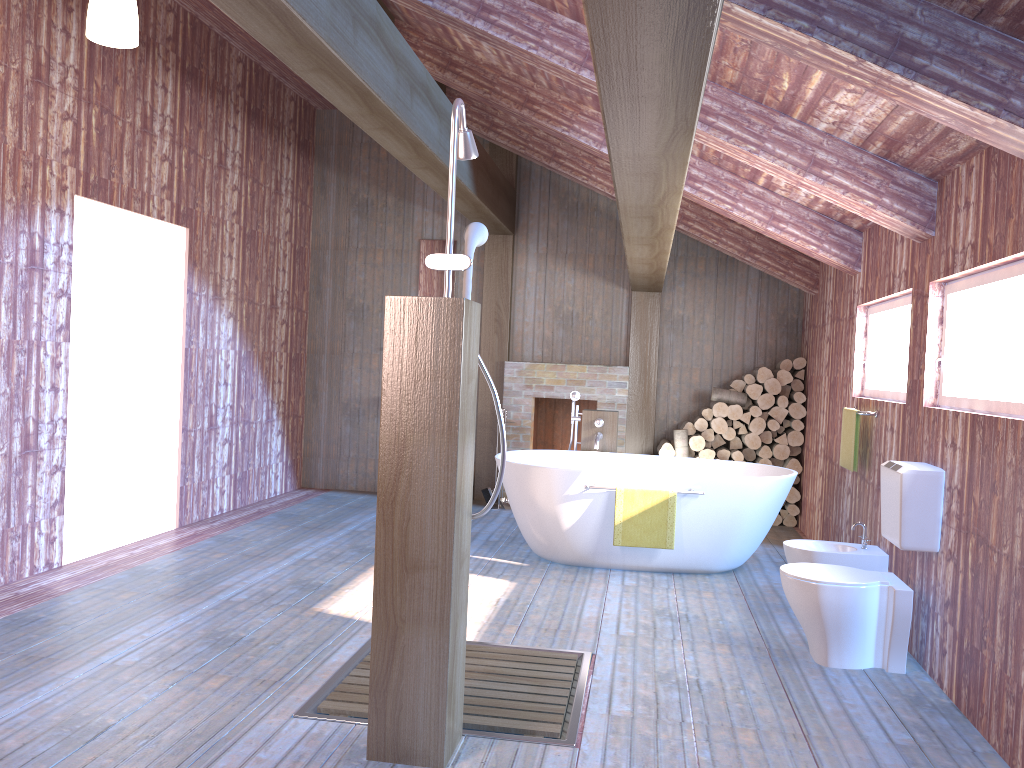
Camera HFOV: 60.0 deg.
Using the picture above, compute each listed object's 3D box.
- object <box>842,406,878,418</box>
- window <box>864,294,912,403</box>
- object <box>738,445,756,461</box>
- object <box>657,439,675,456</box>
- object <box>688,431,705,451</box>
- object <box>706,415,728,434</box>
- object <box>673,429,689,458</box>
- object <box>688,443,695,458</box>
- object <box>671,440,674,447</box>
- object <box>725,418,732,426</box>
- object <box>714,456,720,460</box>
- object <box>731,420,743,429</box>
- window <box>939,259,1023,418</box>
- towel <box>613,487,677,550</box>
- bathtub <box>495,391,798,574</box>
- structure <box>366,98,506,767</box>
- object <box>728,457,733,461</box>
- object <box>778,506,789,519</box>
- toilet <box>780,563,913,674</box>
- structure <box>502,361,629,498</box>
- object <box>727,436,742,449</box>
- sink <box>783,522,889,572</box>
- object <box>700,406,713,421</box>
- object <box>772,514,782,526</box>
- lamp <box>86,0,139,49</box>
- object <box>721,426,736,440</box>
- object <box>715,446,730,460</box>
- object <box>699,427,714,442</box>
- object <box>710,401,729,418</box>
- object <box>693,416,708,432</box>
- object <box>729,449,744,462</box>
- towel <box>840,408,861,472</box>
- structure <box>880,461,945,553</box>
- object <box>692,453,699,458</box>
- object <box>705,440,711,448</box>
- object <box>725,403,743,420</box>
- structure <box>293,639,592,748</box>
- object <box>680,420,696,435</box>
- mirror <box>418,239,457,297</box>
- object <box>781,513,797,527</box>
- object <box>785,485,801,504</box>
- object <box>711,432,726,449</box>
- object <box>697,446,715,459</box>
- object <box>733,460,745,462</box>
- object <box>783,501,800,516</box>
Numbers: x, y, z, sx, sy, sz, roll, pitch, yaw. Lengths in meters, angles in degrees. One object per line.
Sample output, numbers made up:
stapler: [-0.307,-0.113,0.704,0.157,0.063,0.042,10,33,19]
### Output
object: [2.063,0.164,5.291,0.091,0.043,0.581,3,1,9]
window: [2.180,-0.196,5.043,0.054,0.587,1.255,3,1,9]
object: [2.057,0.603,7.777,0.116,0.118,0.289,3,1,6]
object: [1.352,0.566,7.793,0.139,0.137,0.455,3,1,7]
object: [1.606,0.496,7.744,0.138,0.147,0.440,3,1,9]
object: [1.780,0.348,7.713,0.141,0.143,0.437,3,1,7]
object: [1.449,0.534,7.595,0.147,0.298,0.109,3,1,11]
object: [1.553,0.590,7.847,0.121,0.124,0.291,3,1,10]
object: [1.459,0.544,7.875,0.099,0.093,0.280,3,1,10]
object: [1.872,0.332,7.684,0.057,0.061,0.156,3,1,8]
object: [1.766,0.679,7.718,0.098,0.100,0.437,3,1,7]
object: [1.949,0.344,7.688,0.088,0.092,0.280,3,1,10]
window: [1.924,-0.172,3.517,0.054,0.587,1.255,3,1,9]
towel: [0.806,0.812,5.378,0.370,0.361,0.032,3,1,5]
bathtub: [0.850,0.638,5.947,1.935,1.109,1.460,3,1,31]
structure: [-0.222,0.111,2.987,0.328,2.209,0.522,3,1,29]
object: [1.859,0.686,7.711,0.086,0.089,0.279,3,1,7]
object: [2.337,1.110,7.695,0.085,0.086,0.278,3,1,6]
toilet: [1.488,1.060,4.040,0.534,0.400,0.375,3,1,9]
structure: [0.474,0.476,8.094,1.130,1.330,0.226,3,1,8]
object: [1.956,0.511,7.791,0.104,0.127,0.321,3,1,9]
sink: [1.728,0.994,4.796,0.515,0.517,0.335,3,1,9]
object: [1.702,0.255,7.733,0.106,0.112,0.282,3,1,10]
object: [2.260,1.155,7.699,0.116,0.117,0.289,3,1,6]
lamp: [-1.415,-1.737,3.180,0.174,1.001,0.174,2,1,-11]
object: [1.873,0.418,7.698,0.115,0.123,0.291,3,1,10]
object: [1.830,0.607,7.715,0.114,0.120,0.303,3,1,10]
object: [1.698,0.435,7.738,0.111,0.113,0.301,3,1,8]
object: [1.799,0.212,7.713,0.135,0.145,0.439,3,1,9]
object: [1.643,0.343,7.728,0.115,0.123,0.291,3,1,10]
object: [1.931,0.608,7.695,0.098,0.100,0.437,3,1,7]
towel: [2.022,0.329,5.305,0.032,0.361,0.370,3,1,9]
structure: [1.783,0.540,3.981,0.182,0.363,0.358,3,1,9]
object: [1.567,0.697,7.777,0.155,0.174,0.483,3,1,7]
object: [1.701,0.516,7.739,0.064,0.068,0.174,3,1,8]
object: [1.912,0.231,7.697,0.138,0.147,0.440,3,1,9]
structure: [-0.209,1.214,3.552,1.000,0.067,1.000,3,1,8]
object: [1.545,0.383,7.792,0.114,0.113,0.301,3,1,6]
mirror: [-0.713,-0.752,8.325,0.350,1.199,0.009,3,1,8]
object: [2.382,1.159,7.693,0.114,0.113,0.301,3,1,6]
object: [2.376,0.922,7.639,0.147,0.152,0.439,3,1,9]
object: [1.809,0.490,7.810,0.128,0.150,0.323,3,1,9]
object: [1.691,0.609,7.748,0.139,0.148,0.458,3,1,9]
object: [1.967,0.706,7.696,0.111,0.113,0.301,3,1,7]
object: [2.391,1.048,7.636,0.102,0.109,0.438,3,1,9]
